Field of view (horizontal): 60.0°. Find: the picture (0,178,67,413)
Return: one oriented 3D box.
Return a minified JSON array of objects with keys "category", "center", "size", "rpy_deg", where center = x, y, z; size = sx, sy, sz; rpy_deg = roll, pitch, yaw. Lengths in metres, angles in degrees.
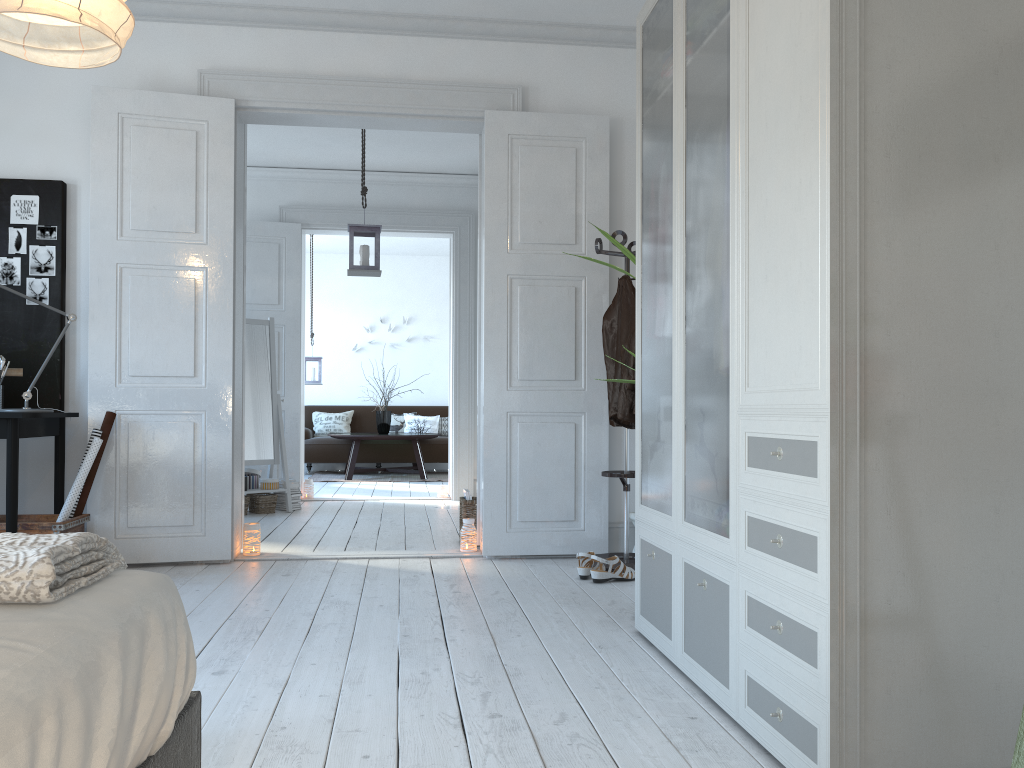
[{"category":"picture","center":[-2.706,-0.428,4.356],"size":[0.953,1.172,0.064],"rpy_deg":[0,-1,-7]}]

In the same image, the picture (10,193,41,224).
[{"category":"picture","center":[-2.399,-0.865,4.369],"size":[0.147,0.154,0.004],"rpy_deg":[0,-1,-7]}]

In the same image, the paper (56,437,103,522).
[{"category":"paper","center":[-2.018,0.557,4.033],"size":[0.283,0.626,0.041],"rpy_deg":[1,-1,-29]}]

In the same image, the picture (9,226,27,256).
[{"category":"picture","center":[-2.433,-0.705,4.363],"size":[0.083,0.146,0.002],"rpy_deg":[0,-1,-7]}]

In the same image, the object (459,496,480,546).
[{"category":"object","center":[-0.167,0.800,5.192],"size":[0.270,0.265,0.224],"rpy_deg":[0,-1,-7]}]

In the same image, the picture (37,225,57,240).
[{"category":"picture","center":[-2.298,-0.750,4.381],"size":[0.095,0.071,0.001],"rpy_deg":[0,-1,-7]}]

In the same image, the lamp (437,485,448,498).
[{"category":"lamp","center":[-0.610,0.944,7.796],"size":[0.093,0.110,0.093],"rpy_deg":[0,-1,10]}]

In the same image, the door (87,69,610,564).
[{"category":"door","center":[-0.799,-0.335,4.734],"size":[2.599,2.505,0.578],"rpy_deg":[0,-1,-7]}]

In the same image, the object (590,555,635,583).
[{"category":"object","center":[0.476,0.838,4.066],"size":[0.272,0.126,0.099],"rpy_deg":[1,-2,-35]}]

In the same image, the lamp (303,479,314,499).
[{"category":"lamp","center":[-1.757,0.906,7.663],"size":[0.089,0.166,0.089],"rpy_deg":[0,-1,-8]}]

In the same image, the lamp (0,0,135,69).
[{"category":"lamp","center":[-1.026,-1.372,1.997],"size":[0.338,1.231,0.340],"rpy_deg":[0,-1,24]}]

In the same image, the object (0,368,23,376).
[{"category":"object","center":[-2.400,0.028,4.205],"size":[0.138,0.209,0.034],"rpy_deg":[1,-1,-27]}]

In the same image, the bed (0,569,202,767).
[{"category":"bed","center":[-1.198,0.255,0.308],"size":[1.888,1.046,2.177],"rpy_deg":[0,-2,-7]}]

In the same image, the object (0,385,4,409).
[{"category":"object","center":[-2.439,0.069,4.145],"size":[0.108,0.128,0.108],"rpy_deg":[0,-1,8]}]

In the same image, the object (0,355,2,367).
[{"category":"object","center":[-2.419,-0.004,4.164],"size":[0.008,0.267,0.060],"rpy_deg":[0,-1,10]}]

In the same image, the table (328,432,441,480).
[{"category":"table","center":[-1.478,0.829,10.286],"size":[1.300,0.503,1.300],"rpy_deg":[1,-2,-17]}]

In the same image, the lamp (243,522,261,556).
[{"category":"lamp","center":[-1.368,0.816,4.662],"size":[0.089,0.166,0.089],"rpy_deg":[0,-1,-15]}]

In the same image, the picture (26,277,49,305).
[{"category":"picture","center":[-2.339,-0.459,4.371],"size":[0.103,0.136,0.001],"rpy_deg":[0,-1,-7]}]

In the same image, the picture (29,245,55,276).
[{"category":"picture","center":[-2.318,-0.612,4.376],"size":[0.121,0.152,0.002],"rpy_deg":[0,-1,-7]}]

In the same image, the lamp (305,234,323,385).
[{"category":"lamp","center":[-2.300,-0.873,10.233],"size":[0.228,1.761,0.228],"rpy_deg":[0,-1,-10]}]

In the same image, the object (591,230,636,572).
[{"category":"object","center":[0.577,0.084,4.457],"size":[0.374,1.658,0.374],"rpy_deg":[0,-1,0]}]

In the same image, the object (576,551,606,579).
[{"category":"object","center":[0.369,0.842,4.194],"size":[0.099,0.126,0.272],"rpy_deg":[0,-2,25]}]

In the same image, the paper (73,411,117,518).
[{"category":"paper","center":[-2.007,0.501,4.165],"size":[0.048,0.746,0.297],"rpy_deg":[0,-1,38]}]

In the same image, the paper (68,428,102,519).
[{"category":"paper","center":[-2.025,0.541,4.092],"size":[0.043,0.669,0.266],"rpy_deg":[0,-1,38]}]

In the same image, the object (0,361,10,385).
[{"category":"object","center":[-2.399,0.012,4.151],"size":[0.084,0.240,0.009],"rpy_deg":[1,-1,-30]}]

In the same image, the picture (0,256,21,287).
[{"category":"picture","center":[-2.471,-0.553,4.356],"size":[0.107,0.150,0.001],"rpy_deg":[0,-1,-7]}]

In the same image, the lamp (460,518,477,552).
[{"category":"lamp","center":[-0.235,0.822,4.815],"size":[0.093,0.179,0.093],"rpy_deg":[1,-1,-24]}]

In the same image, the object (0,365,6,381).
[{"category":"object","center":[-2.411,0.021,4.155],"size":[0.009,0.222,0.082],"rpy_deg":[0,-1,22]}]

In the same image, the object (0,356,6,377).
[{"category":"object","center":[-2.415,-0.001,4.164],"size":[0.012,0.264,0.062],"rpy_deg":[0,-1,35]}]

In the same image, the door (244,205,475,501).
[{"category":"door","center":[-1.174,-0.246,7.726],"size":[2.599,2.505,0.578],"rpy_deg":[0,-1,-7]}]

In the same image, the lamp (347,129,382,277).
[{"category":"lamp","center":[-1.007,-1.633,6.078],"size":[0.228,1.761,0.228],"rpy_deg":[0,-1,-10]}]

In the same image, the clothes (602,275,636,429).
[{"category":"clothes","center":[0.570,-0.159,4.388],"size":[0.237,0.770,0.211],"rpy_deg":[0,-1,26]}]

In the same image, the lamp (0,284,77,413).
[{"category":"lamp","center":[-2.343,-0.224,4.094],"size":[0.617,0.716,0.230],"rpy_deg":[1,-1,-36]}]

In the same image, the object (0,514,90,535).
[{"category":"object","center":[-2.295,0.744,3.966],"size":[0.664,0.282,0.339],"rpy_deg":[0,-1,-7]}]
